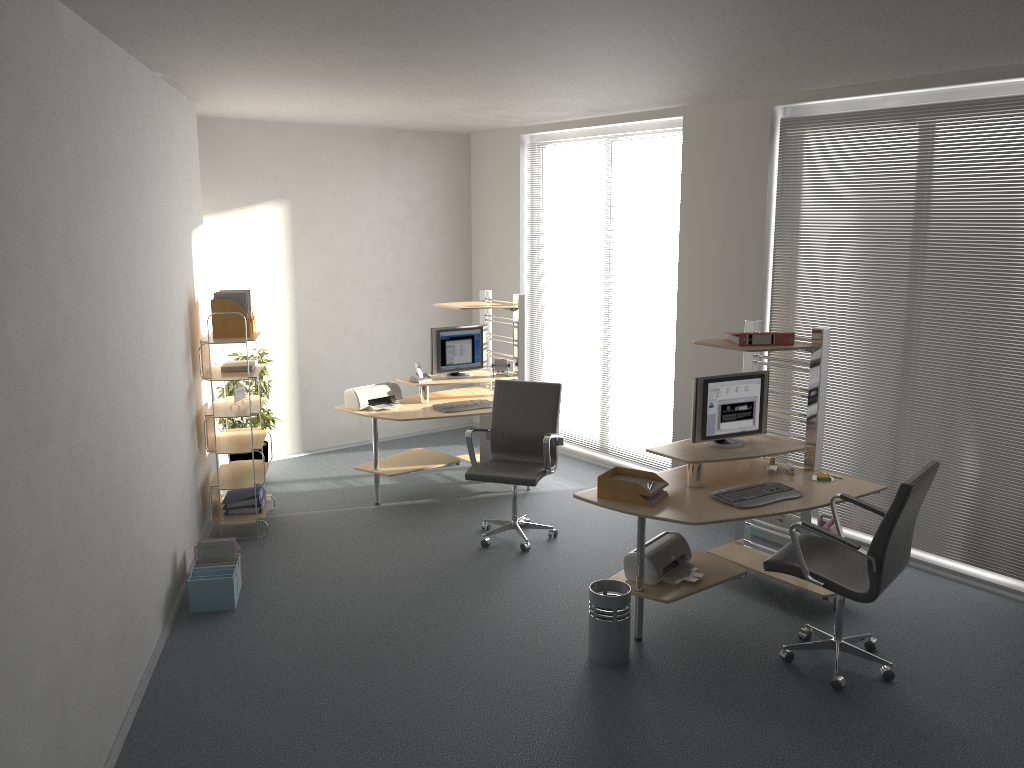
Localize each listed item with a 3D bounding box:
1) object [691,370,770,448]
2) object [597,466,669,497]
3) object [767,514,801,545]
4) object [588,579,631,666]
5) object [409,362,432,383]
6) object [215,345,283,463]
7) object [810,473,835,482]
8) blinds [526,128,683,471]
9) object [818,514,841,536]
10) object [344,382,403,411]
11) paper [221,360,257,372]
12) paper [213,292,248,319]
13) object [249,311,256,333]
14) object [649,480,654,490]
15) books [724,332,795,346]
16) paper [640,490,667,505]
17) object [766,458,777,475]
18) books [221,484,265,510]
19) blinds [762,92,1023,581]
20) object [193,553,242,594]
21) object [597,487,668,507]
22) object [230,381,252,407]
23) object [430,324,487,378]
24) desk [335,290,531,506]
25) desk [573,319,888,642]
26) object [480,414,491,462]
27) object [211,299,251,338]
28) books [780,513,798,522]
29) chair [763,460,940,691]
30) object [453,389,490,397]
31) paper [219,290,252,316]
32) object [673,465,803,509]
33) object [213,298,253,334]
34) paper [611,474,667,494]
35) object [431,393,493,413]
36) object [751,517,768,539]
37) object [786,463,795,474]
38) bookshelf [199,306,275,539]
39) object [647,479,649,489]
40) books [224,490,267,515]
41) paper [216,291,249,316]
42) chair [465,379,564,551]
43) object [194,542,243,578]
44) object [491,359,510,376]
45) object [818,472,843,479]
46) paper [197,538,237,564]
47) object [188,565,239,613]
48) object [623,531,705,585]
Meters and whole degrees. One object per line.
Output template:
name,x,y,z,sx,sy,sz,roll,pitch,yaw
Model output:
object,1.238,0.137,5.133,0.516,0.418,0.245,-3,11,-15
object,0.639,0.511,4.676,0.309,0.060,0.225,7,13,31
object,1.906,0.980,6.087,0.245,0.202,0.185,-8,14,-37
object,0.491,1.202,4.463,0.208,0.377,0.208,1,11,6
object,-0.731,-0.096,7.076,0.119,0.151,0.150,8,14,38
object,-2.192,0.252,7.403,0.544,1.147,0.644,-2,11,-9
object,1.749,0.522,4.999,0.132,0.026,0.132,-8,14,-37
blinds,0.746,-0.755,7.804,0.037,2.749,1.950,-8,14,-37
object,2.065,1.010,5.927,0.185,0.202,0.245,7,13,34
object,-1.024,0.098,6.879,0.351,0.162,0.438,10,15,43
paper,-1.934,-0.129,6.286,0.213,0.046,0.297,-2,11,-10
paper,-1.925,-0.475,6.076,0.213,0.297,0.045,-2,11,-12
object,-1.960,-0.498,6.301,0.243,0.259,0.113,-1,11,-7
object,0.727,0.529,4.624,0.008,0.009,0.159,3,11,16
books,1.416,-0.275,5.094,0.320,0.072,0.262,-1,11,-5
paper,0.640,0.579,4.689,0.297,0.019,0.210,7,13,31
object,1.511,0.474,5.152,0.054,0.064,0.159,4,11,19
books,-1.923,0.796,6.353,0.263,0.100,0.320,-2,11,-9
blinds,2.454,-0.339,5.622,0.022,2.770,1.950,-8,14,-37
object,-1.741,1.143,5.258,0.245,0.202,0.185,-2,11,-11
object,0.639,0.566,4.687,0.309,0.060,0.225,7,13,31
object,-1.907,0.073,6.222,0.077,0.161,0.192,2,11,8
object,-0.453,-0.274,7.291,0.516,0.418,0.245,-5,12,-22
desk,-0.513,0.111,6.971,1.469,1.566,0.967,-8,14,-37
desk,1.189,0.525,4.794,1.469,1.566,0.967,-8,14,-37
object,-0.048,0.487,7.307,0.199,0.422,0.471,-8,14,-37
object,-1.919,-0.452,6.061,0.243,0.259,0.113,-2,11,-12
books,1.915,0.913,6.062,0.220,0.306,0.068,-8,14,-36
chair,1.631,0.878,4.324,0.652,1.048,0.584,9,14,38
object,-0.251,0.099,7.342,0.168,0.088,0.742,-8,13,-35
paper,-1.964,-0.521,6.317,0.213,0.297,0.045,-1,11,-7
object,1.159,0.562,4.928,0.478,0.082,0.814,-6,12,-29
object,-1.944,-0.475,6.180,0.243,0.259,0.113,-2,11,-10
paper,0.640,0.528,4.679,0.297,0.010,0.210,7,13,31
object,-0.503,0.146,7.115,0.478,0.082,0.814,-6,12,-29
object,1.794,0.952,6.231,0.245,0.202,0.185,-8,14,-37
object,1.615,0.487,5.140,0.022,0.042,0.134,1,11,5
bookshelf,-1.930,0.250,6.261,0.381,1.572,0.724,-2,11,-10
object,0.714,0.524,4.651,0.008,0.009,0.159,1,11,8
books,-1.913,0.850,6.365,0.262,0.072,0.320,-2,11,-9
paper,-1.949,-0.498,6.196,0.213,0.297,0.045,-2,11,-10
chair,0.022,0.549,6.055,0.584,1.048,0.652,3,11,18
object,-1.810,1.102,5.470,0.245,0.202,0.185,-6,12,-28
object,-0.093,-0.136,7.316,0.154,0.135,0.093,0,11,-1
object,1.813,0.519,5.052,0.011,0.011,0.158,-9,14,-40
paper,-1.743,1.071,5.259,0.220,0.306,0.068,-2,11,-10
object,-1.706,1.177,5.079,0.245,0.202,0.185,-2,11,-11
object,0.859,0.950,4.801,0.351,0.162,0.438,8,13,36
